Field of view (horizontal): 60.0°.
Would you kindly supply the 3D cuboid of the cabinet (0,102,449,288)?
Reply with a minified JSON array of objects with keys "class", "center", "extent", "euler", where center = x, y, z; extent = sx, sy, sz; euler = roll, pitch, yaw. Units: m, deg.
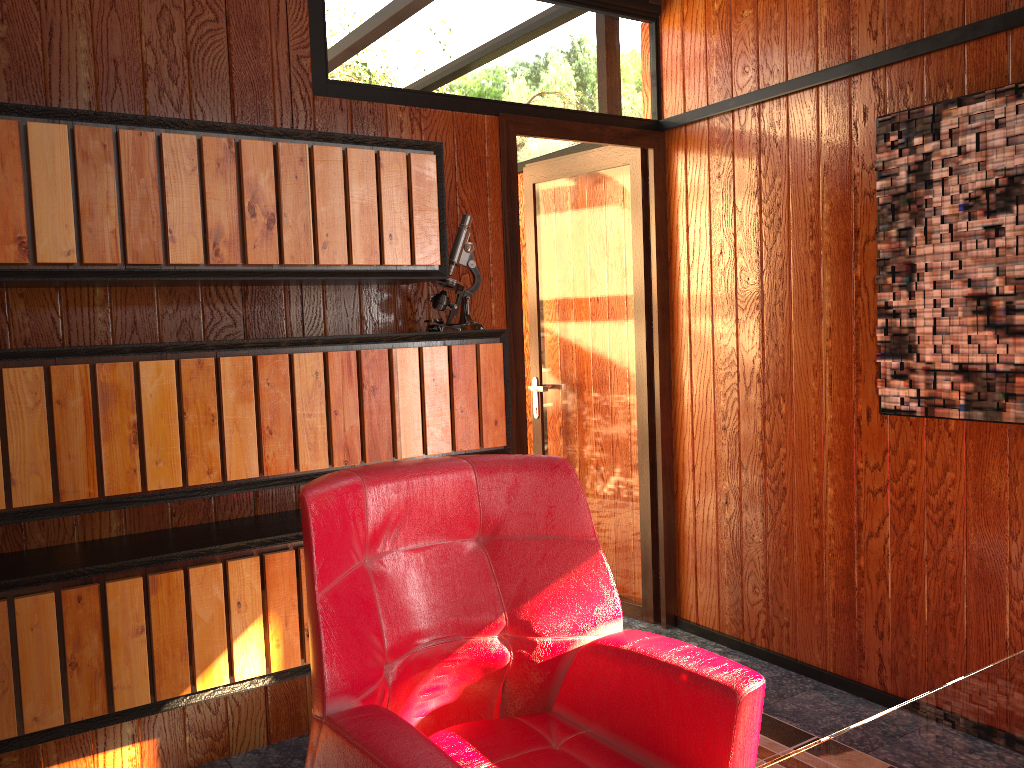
[{"class":"cabinet","center":[-0.959,-0.447,2.223],"extent":[1.653,0.390,0.321],"euler":[-5,5,-33]}]

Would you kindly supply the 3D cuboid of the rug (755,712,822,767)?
[{"class":"rug","center":[0.366,1.121,1.112],"extent":[2.439,0.042,2.410],"euler":[-5,5,-33]}]

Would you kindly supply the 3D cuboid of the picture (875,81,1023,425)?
[{"class":"picture","center":[1.332,-0.328,2.234],"extent":[0.061,0.873,0.916],"euler":[-5,5,-33]}]

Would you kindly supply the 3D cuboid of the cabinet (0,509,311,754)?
[{"class":"cabinet","center":[-0.920,0.605,2.294],"extent":[1.653,0.390,0.321],"euler":[-5,5,-33]}]

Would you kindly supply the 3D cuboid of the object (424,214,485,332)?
[{"class":"object","center":[-0.180,-0.338,2.687],"extent":[0.181,0.354,0.142],"euler":[-2,4,3]}]

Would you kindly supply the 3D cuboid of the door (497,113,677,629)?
[{"class":"door","center":[0.109,0.025,3.557],"extent":[0.751,1.955,0.734],"euler":[-5,5,-33]}]

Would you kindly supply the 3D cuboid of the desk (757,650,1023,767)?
[{"class":"desk","center":[0.467,0.844,0.571],"extent":[1.900,0.632,1.150],"euler":[-5,5,-33]}]

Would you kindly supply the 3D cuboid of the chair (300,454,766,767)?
[{"class":"chair","center":[-0.014,0.641,1.497],"extent":[0.621,0.956,0.839],"euler":[-5,5,-33]}]

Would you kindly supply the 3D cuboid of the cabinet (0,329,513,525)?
[{"class":"cabinet","center":[-0.772,0.079,2.367],"extent":[1.653,0.390,0.321],"euler":[-5,5,-33]}]
